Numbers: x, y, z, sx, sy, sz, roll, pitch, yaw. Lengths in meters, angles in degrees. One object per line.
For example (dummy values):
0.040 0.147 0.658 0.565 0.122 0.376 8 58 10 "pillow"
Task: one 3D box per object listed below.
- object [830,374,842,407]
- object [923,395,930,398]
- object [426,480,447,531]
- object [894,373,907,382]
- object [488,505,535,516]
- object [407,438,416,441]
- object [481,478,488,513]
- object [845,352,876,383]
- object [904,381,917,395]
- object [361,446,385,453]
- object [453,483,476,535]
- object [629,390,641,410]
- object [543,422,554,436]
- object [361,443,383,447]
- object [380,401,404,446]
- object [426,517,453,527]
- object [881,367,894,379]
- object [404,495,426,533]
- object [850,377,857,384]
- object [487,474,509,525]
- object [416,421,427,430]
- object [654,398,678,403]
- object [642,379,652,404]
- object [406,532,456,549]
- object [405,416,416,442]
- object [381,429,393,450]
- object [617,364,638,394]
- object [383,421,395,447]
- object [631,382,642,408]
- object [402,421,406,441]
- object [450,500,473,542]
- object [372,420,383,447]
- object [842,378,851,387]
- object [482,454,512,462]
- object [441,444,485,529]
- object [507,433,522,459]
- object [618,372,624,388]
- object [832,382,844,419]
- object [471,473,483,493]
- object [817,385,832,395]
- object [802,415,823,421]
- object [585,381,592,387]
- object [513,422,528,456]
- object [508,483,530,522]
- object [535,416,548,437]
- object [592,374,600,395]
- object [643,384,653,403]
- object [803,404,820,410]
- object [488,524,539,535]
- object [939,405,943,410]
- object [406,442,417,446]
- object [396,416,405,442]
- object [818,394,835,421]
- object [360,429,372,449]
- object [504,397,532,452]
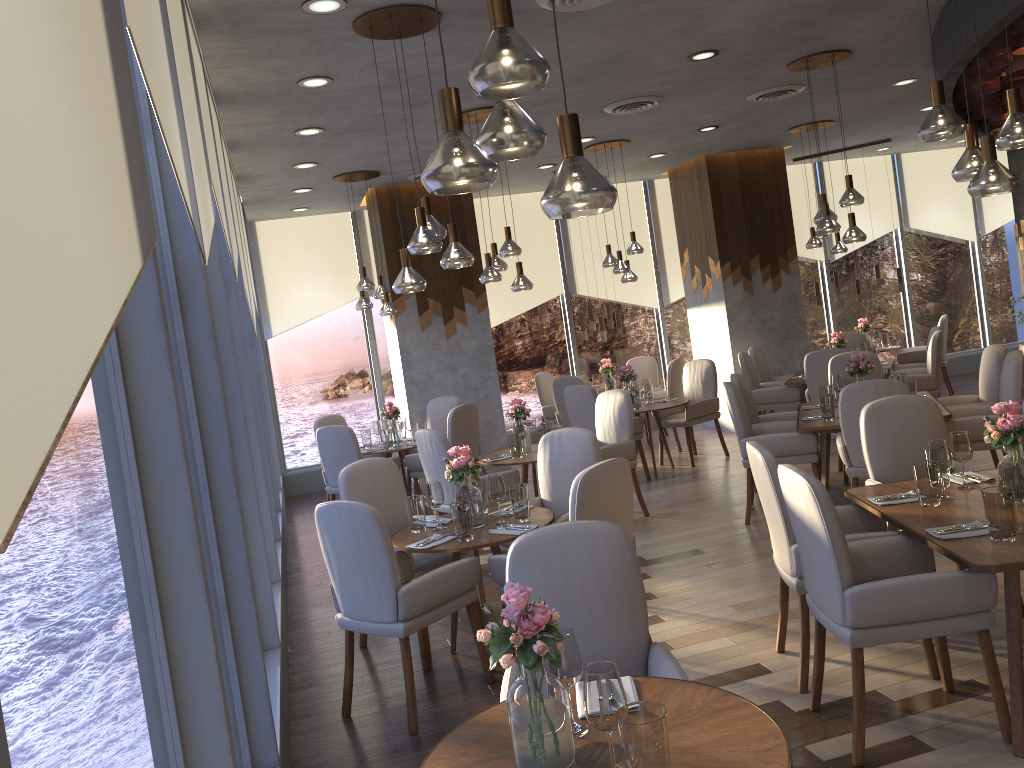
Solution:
2.462 0.051 6.705 0.092 0.244 0.092 -6 3 38 "object"
2.959 0.104 6.569 0.254 0.019 0.158 -7 4 20 "object"
-0.383 0.616 4.493 0.092 0.244 0.092 -6 3 41 "object"
2.954 0.012 6.732 0.102 0.178 0.102 -9 3 -14 "object"
-0.017 0.665 4.672 0.157 0.019 0.256 -4 6 44 "object"
-0.905 0.518 8.523 0.157 0.019 0.256 -5 5 36 "object"
-0.176 0.602 4.744 0.102 0.178 0.102 -9 3 -9 "object"
2.532 -0.022 6.428 0.210 0.415 0.198 -6 3 33 "object"
2.778 0.076 6.187 0.102 0.178 0.102 -6 3 36 "object"
-1.274 0.600 8.107 0.157 0.019 0.256 -5 5 37 "object"
-0.231 0.609 4.291 0.092 0.244 0.092 -10 3 -30 "object"
1.172 0.151 8.390 0.102 0.178 0.102 -10 3 -34 "object"
0.277 0.388 6.846 0.102 0.178 0.102 -8 3 6 "object"
-1.314 0.579 8.482 0.254 0.019 0.158 -6 5 30 "object"
-1.123 0.364 8.304 0.197 0.415 0.210 -7 3 23 "object"
-0.402 0.720 4.660 0.254 0.019 0.158 -4 6 44 "object"
2.846 -0.003 6.699 0.092 0.244 0.092 -9 3 -28 "object"
-0.486 0.663 4.508 0.102 0.178 0.102 -9 3 -20 "object"
2.641 0.020 6.776 0.092 0.244 0.092 -6 3 42 "object"
-0.070 0.576 4.423 0.092 0.244 0.092 -7 3 21 "object"
-0.838 0.443 8.304 0.102 0.178 0.102 -10 4 -42 "object"
1.507 0.160 8.730 0.256 0.019 0.157 -11 5 -39 "object"
1.327 0.073 8.713 0.092 0.244 0.092 -7 3 31 "object"
-0.373 0.745 4.250 0.157 0.019 0.256 -5 5 40 "object"
-0.951 0.427 8.293 0.092 0.244 0.092 -10 3 -33 "object"
-1.129 0.503 8.048 0.102 0.178 0.102 -8 3 3 "object"
1.137 0.017 8.668 0.210 0.415 0.198 -6 3 33 "object"
-1.134 0.463 8.156 0.092 0.244 0.092 -10 3 -33 "object"
1.191 0.108 8.495 0.092 0.244 0.092 -9 3 -20 "object"
-1.073 0.457 8.572 0.102 0.178 0.102 -8 3 12 "object"
-0.231 0.649 4.183 0.102 0.178 0.102 -7 3 16 "object"
-1.258 0.468 8.327 0.092 0.244 0.092 -9 2 -12 "object"
2.607 0.051 6.880 0.102 0.178 0.102 -6 3 33 "object"
-0.087 0.540 6.564 0.255 0.019 0.157 -11 5 -31 "object"
-0.235 0.511 4.458 0.210 0.415 0.198 -9 3 -17 "object"
0.026 0.452 6.451 0.102 0.178 0.102 -7 3 25 "object"
1.277 -0.026 10.204 0.092 0.244 0.092 -6 3 35 "object"
2.280 0.115 6.164 0.092 0.244 0.092 -8 2 -1 "object"
-0.194 0.579 4.634 0.092 0.244 0.092 -9 3 -20 "object"
2.363 0.100 6.672 0.102 0.178 0.102 -6 3 35 "object"
2.196 0.231 6.300 0.254 0.019 0.158 -7 4 19 "object"
0.875 0.063 10.227 0.102 0.178 0.102 -7 3 24 "object"
0.062 0.406 6.551 0.092 0.244 0.092 -9 3 -28 "object"
0.042 0.594 4.418 0.102 0.178 0.102 -6 3 37 "object"
0.230 0.369 6.745 0.092 0.244 0.092 -6 3 40 "object"
0.978 0.014 10.242 0.092 0.244 0.092 -10 3 -37 "object"
1.358 0.094 8.820 0.102 0.178 0.102 -9 3 -23 "object"
2.377 0.167 6.842 0.254 0.019 0.158 -7 4 19 "object"
-0.010 0.693 4.268 0.254 0.019 0.158 -5 5 41 "object"
2.783 0.167 6.024 0.254 0.019 0.158 -7 4 20 "object"
-0.867 0.539 8.146 0.254 0.019 0.158 -6 5 32 "object"
-1.075 0.432 8.462 0.092 0.244 0.092 -7 3 16 "object"
2.182 0.165 6.131 0.102 0.178 0.102 -6 3 35 "object"
-1.361 0.517 8.316 0.102 0.178 0.102 -8 3 -3 "object"
0.062 0.306 6.750 0.198 0.415 0.210 -10 3 -42 "object"
